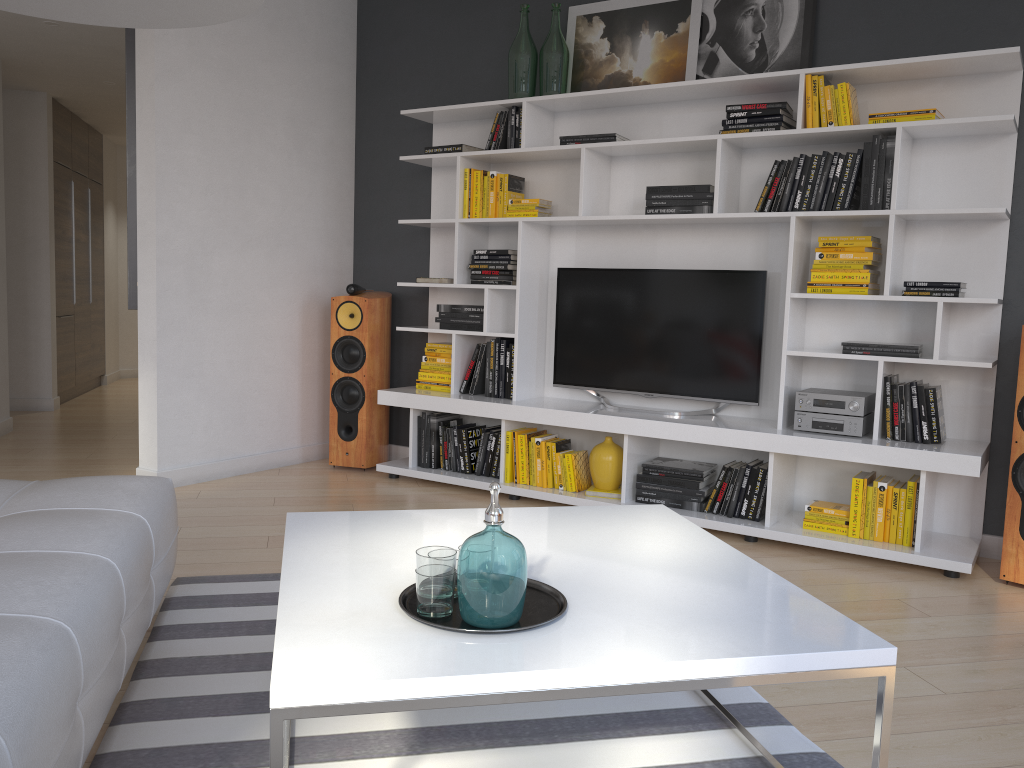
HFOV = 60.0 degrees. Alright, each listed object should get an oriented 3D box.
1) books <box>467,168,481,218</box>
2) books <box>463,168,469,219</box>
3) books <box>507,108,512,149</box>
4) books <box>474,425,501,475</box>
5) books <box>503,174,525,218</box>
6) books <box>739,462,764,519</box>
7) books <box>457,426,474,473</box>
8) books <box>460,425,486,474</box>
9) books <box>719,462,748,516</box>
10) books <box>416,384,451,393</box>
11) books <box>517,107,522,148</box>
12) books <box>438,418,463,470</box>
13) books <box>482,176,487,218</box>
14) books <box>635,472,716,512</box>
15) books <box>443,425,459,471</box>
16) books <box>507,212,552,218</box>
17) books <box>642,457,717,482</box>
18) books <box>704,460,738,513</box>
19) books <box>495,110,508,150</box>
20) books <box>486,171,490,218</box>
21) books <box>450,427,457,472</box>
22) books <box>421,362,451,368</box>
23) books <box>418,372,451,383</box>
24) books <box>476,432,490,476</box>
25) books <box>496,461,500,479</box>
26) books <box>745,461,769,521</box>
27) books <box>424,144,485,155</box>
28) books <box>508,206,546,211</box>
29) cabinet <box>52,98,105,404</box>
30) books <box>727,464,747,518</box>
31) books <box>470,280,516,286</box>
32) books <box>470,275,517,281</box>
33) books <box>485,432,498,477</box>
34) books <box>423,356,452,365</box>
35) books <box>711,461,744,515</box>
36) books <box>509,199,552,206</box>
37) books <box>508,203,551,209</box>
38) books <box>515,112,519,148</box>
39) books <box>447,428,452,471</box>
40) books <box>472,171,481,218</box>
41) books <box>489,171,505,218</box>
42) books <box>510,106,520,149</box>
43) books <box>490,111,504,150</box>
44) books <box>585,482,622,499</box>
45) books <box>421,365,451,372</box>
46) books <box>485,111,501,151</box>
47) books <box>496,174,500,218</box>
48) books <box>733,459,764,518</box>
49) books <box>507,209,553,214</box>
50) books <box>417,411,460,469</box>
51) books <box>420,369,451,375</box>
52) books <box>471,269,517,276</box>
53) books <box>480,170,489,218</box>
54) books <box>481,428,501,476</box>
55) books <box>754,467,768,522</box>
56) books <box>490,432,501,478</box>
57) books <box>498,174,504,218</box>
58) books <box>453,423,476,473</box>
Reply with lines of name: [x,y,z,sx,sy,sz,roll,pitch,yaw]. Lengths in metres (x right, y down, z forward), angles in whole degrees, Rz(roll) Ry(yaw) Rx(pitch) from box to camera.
books: [-0.171,-1.030,4.859,0.025,0.270,0.213,5,7,32]
books: [-0.198,-1.031,4.866,0.029,0.270,0.204,5,7,32]
books: [0.024,-1.333,4.702,0.021,0.221,0.156,5,7,32]
books: [-0.120,0.359,4.844,0.066,0.260,0.197,5,7,32]
books: [0.011,-0.995,4.753,0.024,0.234,0.172,5,7,32]
books: [1.106,0.488,4.063,0.068,0.243,0.179,5,7,30]
books: [-0.231,0.360,4.886,0.066,0.242,0.177,5,7,31]
books: [-0.200,0.358,4.870,0.083,0.249,0.191,5,7,32]
books: [1.031,0.485,4.101,0.081,0.233,0.169,5,7,31]
books: [-0.382,0.019,5.080,0.270,0.029,0.204,6,7,37]
books: [0.091,-1.326,4.662,0.038,0.218,0.169,5,7,32]
books: [-0.339,0.334,4.969,0.053,0.268,0.202,5,7,31]
books: [-0.108,-1.000,4.805,0.024,0.229,0.156,5,7,31]
books: [0.802,0.506,4.293,0.343,0.137,0.277,5,6,27]
books: [-0.314,0.353,4.951,0.053,0.240,0.189,6,7,32]
books: [0.091,-0.886,4.694,0.190,0.033,0.147,5,7,32]
books: [0.812,0.412,4.305,0.310,0.047,0.250,5,6,27]
books: [0.981,0.479,4.143,0.104,0.234,0.182,5,7,32]
books: [-0.017,-1.334,4.727,0.074,0.212,0.154,5,7,31]
books: [-0.080,-1.012,4.809,0.019,0.251,0.180,5,7,32]
books: [-0.283,0.355,4.914,0.050,0.242,0.169,5,7,31]
books: [-0.365,-0.113,5.089,0.251,0.019,0.180,5,7,32]
books: [-0.374,-0.043,5.086,0.255,0.044,0.198,5,7,32]
books: [-0.117,0.372,4.810,0.069,0.242,0.172,6,7,33]
books: [0.000,0.371,4.765,0.066,0.260,0.197,5,7,32]
books: [1.141,0.486,4.046,0.084,0.249,0.191,5,7,32]
books: [-0.314,-1.280,4.908,0.268,0.046,0.208,6,7,35]
books: [0.080,-0.922,4.680,0.169,0.018,0.113,6,7,33]
cabinet: [-3.912,-1.135,8.040,0.054,2.496,1.806,1,6,-13]
books: [1.054,0.486,4.072,0.069,0.242,0.172,6,7,33]
books: [-0.064,-0.548,4.814,0.263,0.026,0.189,5,7,30]
books: [-0.062,-0.573,4.812,0.270,0.025,0.189,5,7,31]
books: [-0.068,0.373,4.794,0.071,0.243,0.179,5,7,31]
books: [-0.356,-0.139,5.079,0.250,0.035,0.185,6,7,35]
books: [1.012,0.483,4.129,0.096,0.234,0.187,6,7,32]
books: [0.098,-0.959,4.699,0.186,0.026,0.138,5,7,32]
books: [0.094,-0.938,4.688,0.187,0.014,0.134,5,7,32]
books: [0.066,-1.321,4.677,0.021,0.200,0.147,5,7,32]
books: [-0.298,0.356,4.932,0.049,0.236,0.170,6,7,32]
books: [-0.139,-1.020,4.846,0.044,0.255,0.198,5,7,32]
books: [-0.058,-1.010,4.793,0.035,0.250,0.185,5,7,32]
books: [0.048,-1.337,4.693,0.025,0.232,0.176,5,7,32]
books: [-0.035,-1.337,4.752,0.087,0.214,0.171,6,7,32]
books: [0.498,0.532,4.468,0.204,0.029,0.270,4,6,17]
books: [-0.386,-0.092,5.082,0.228,0.024,0.152,6,7,36]
books: [-0.065,-1.340,4.764,0.096,0.213,0.166,5,7,30]
books: [-0.032,-1.002,4.780,0.023,0.239,0.169,5,7,32]
books: [1.087,0.479,4.081,0.075,0.254,0.192,5,7,31]
books: [0.095,-0.909,4.695,0.196,0.011,0.148,5,7,32]
books: [-0.412,0.305,5.018,0.128,0.321,0.259,5,7,32]
books: [-0.368,-0.074,5.097,0.263,0.015,0.198,6,7,35]
books: [-0.057,-0.603,4.829,0.266,0.030,0.209,5,7,30]
books: [-0.111,-1.020,4.831,0.015,0.263,0.199,5,7,32]
books: [-0.083,0.365,4.818,0.075,0.254,0.192,5,7,31]
books: [1.170,0.484,4.029,0.066,0.260,0.197,5,7,32]
books: [-0.029,0.373,4.783,0.084,0.249,0.191,5,7,32]
books: [-0.014,-0.997,4.764,0.024,0.234,0.172,5,7,32]
books: [-0.252,0.351,4.908,0.066,0.255,0.193,5,7,31]
